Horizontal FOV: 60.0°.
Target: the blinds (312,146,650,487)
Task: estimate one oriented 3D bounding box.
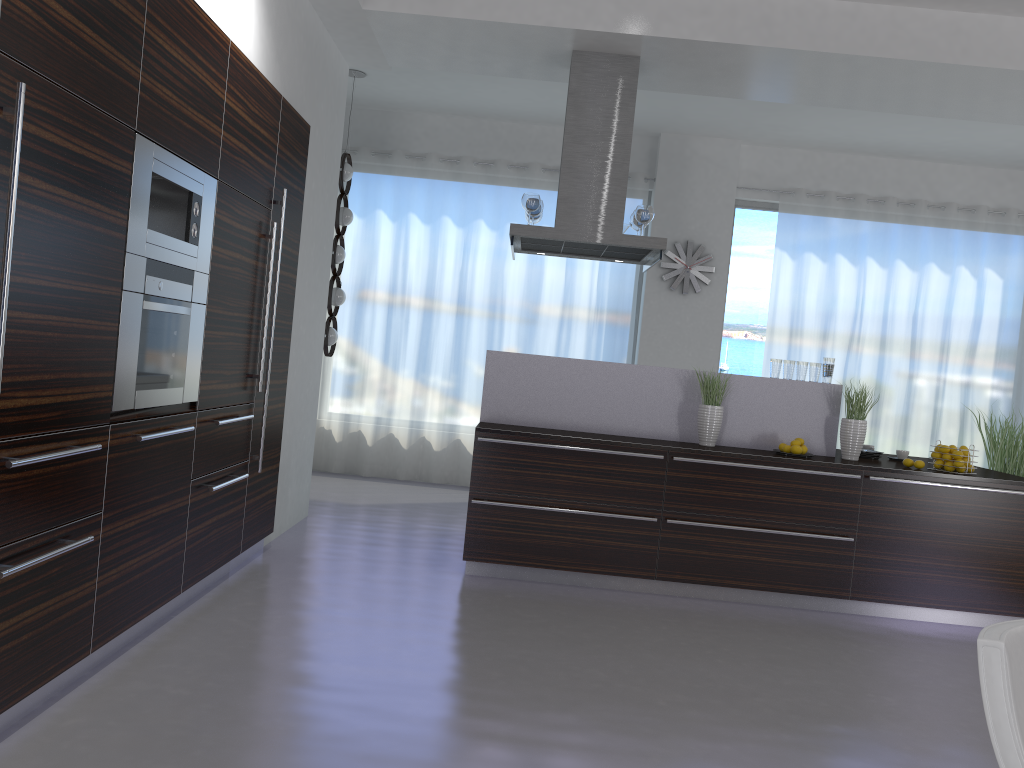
[{"bbox_3d":[-0.452,-0.584,8.425,3.245,3.112,0.120,6,2,1],"label":"blinds"}]

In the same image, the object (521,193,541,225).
[{"bbox_3d":[0.115,-1.104,5.679,0.125,0.221,0.125,6,2,26],"label":"object"}]

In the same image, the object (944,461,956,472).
[{"bbox_3d":[2.543,0.481,5.151,0.064,0.063,0.074,6,2,21],"label":"object"}]

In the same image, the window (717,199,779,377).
[{"bbox_3d":[3.464,-0.390,8.583,3.000,2.500,0.100,6,2,1],"label":"window"}]

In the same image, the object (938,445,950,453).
[{"bbox_3d":[2.522,0.381,5.174,0.053,0.051,0.063,4,2,-42],"label":"object"}]

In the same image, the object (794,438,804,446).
[{"bbox_3d":[1.711,0.345,5.284,0.053,0.048,0.063,5,2,-33],"label":"object"}]

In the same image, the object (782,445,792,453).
[{"bbox_3d":[1.631,0.387,5.245,0.063,0.051,0.053,6,2,5],"label":"object"}]

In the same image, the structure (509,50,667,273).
[{"bbox_3d":[0.533,-1.448,5.958,0.981,1.231,0.915,6,2,1],"label":"structure"}]

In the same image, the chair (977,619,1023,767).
[{"bbox_3d":[1.222,0.929,1.687,0.508,0.805,0.620,5,2,-29],"label":"chair"}]

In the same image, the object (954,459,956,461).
[{"bbox_3d":[2.602,0.448,5.161,0.051,0.053,0.062,6,2,9],"label":"object"}]

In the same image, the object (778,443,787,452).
[{"bbox_3d":[1.624,0.380,5.300,0.052,0.054,0.061,4,2,-42],"label":"object"}]

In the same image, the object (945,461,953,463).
[{"bbox_3d":[2.564,0.476,5.189,0.057,0.060,0.052,6,2,7],"label":"object"}]

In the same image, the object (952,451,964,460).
[{"bbox_3d":[2.575,0.411,5.125,0.061,0.052,0.053,6,2,14],"label":"object"}]

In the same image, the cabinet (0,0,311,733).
[{"bbox_3d":[-1.615,-0.249,3.425,0.669,2.500,3.600,6,2,1],"label":"cabinet"}]

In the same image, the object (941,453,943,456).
[{"bbox_3d":[2.551,0.425,5.217,0.064,0.053,0.051,6,2,4],"label":"object"}]

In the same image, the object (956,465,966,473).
[{"bbox_3d":[2.597,0.488,5.128,0.051,0.053,0.063,6,2,9],"label":"object"}]

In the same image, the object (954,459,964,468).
[{"bbox_3d":[2.570,0.458,5.100,0.061,0.054,0.052,5,2,-22],"label":"object"}]

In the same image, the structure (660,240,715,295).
[{"bbox_3d":[1.637,-1.086,8.260,0.505,0.505,0.076,6,2,1],"label":"structure"}]

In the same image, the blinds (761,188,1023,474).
[{"bbox_3d":[3.793,-0.164,8.359,2.830,3.112,0.120,6,2,1],"label":"blinds"}]

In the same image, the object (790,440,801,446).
[{"bbox_3d":[1.677,0.353,5.243,0.061,0.047,0.053,6,2,4],"label":"object"}]

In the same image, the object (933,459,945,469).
[{"bbox_3d":[2.501,0.470,5.194,0.060,0.057,0.052,6,2,3],"label":"object"}]

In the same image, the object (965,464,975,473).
[{"bbox_3d":[2.670,0.494,5.175,0.053,0.052,0.062,7,2,40],"label":"object"}]

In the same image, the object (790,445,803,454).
[{"bbox_3d":[1.667,0.387,5.198,0.070,0.058,0.060,6,2,0],"label":"object"}]

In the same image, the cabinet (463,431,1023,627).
[{"bbox_3d":[1.397,0.816,5.644,3.285,0.852,1.377,6,2,1],"label":"cabinet"}]

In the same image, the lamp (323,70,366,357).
[{"bbox_3d":[-1.423,-1.407,7.410,0.180,2.370,0.367,5,2,-6],"label":"lamp"}]

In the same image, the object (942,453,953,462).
[{"bbox_3d":[2.535,0.428,5.163,0.062,0.053,0.052,5,2,-27],"label":"object"}]

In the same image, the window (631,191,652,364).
[{"bbox_3d":[-0.268,-0.759,8.641,3.000,2.500,0.100,6,2,1],"label":"window"}]

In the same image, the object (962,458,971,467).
[{"bbox_3d":[2.626,0.455,5.142,0.061,0.055,0.051,5,2,-20],"label":"object"}]

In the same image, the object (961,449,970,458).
[{"bbox_3d":[2.631,0.404,5.146,0.051,0.053,0.063,6,2,14],"label":"object"}]

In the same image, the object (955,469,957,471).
[{"bbox_3d":[2.619,0.490,5.206,0.061,0.055,0.050,4,2,-44],"label":"object"}]

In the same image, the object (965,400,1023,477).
[{"bbox_3d":[4.384,0.809,7.834,0.713,1.334,0.656,6,2,1],"label":"object"}]

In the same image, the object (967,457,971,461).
[{"bbox_3d":[2.657,0.442,5.192,0.061,0.054,0.053,4,2,-43],"label":"object"}]

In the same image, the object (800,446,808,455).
[{"bbox_3d":[1.716,0.392,5.239,0.061,0.054,0.052,5,2,-22],"label":"object"}]
